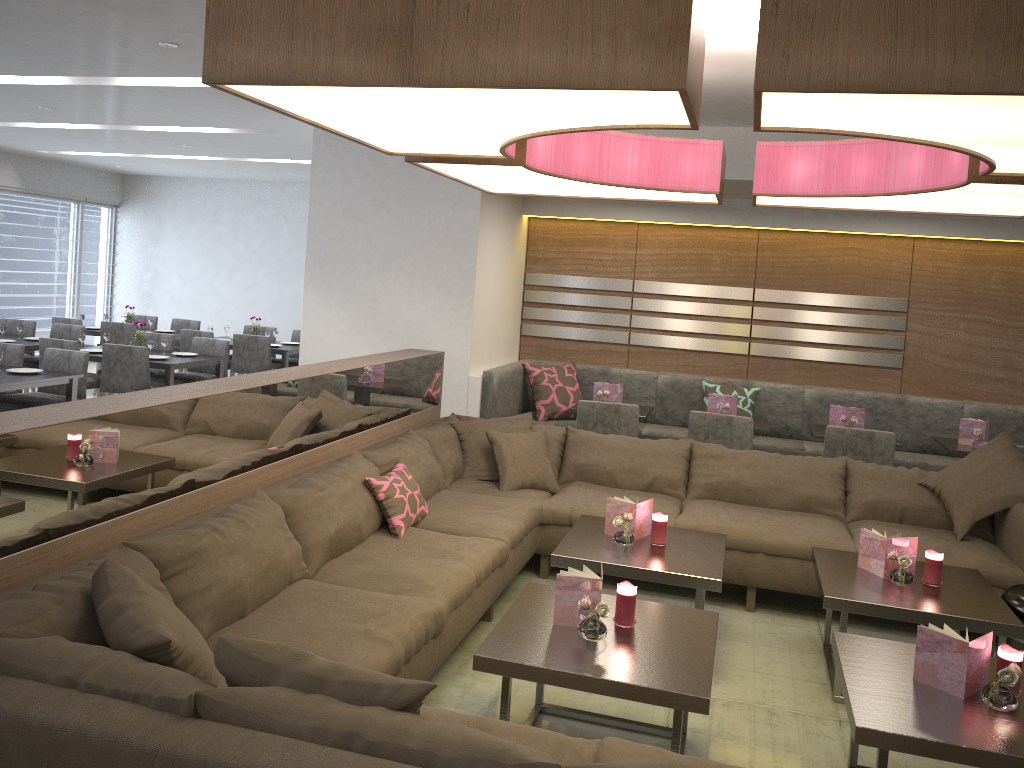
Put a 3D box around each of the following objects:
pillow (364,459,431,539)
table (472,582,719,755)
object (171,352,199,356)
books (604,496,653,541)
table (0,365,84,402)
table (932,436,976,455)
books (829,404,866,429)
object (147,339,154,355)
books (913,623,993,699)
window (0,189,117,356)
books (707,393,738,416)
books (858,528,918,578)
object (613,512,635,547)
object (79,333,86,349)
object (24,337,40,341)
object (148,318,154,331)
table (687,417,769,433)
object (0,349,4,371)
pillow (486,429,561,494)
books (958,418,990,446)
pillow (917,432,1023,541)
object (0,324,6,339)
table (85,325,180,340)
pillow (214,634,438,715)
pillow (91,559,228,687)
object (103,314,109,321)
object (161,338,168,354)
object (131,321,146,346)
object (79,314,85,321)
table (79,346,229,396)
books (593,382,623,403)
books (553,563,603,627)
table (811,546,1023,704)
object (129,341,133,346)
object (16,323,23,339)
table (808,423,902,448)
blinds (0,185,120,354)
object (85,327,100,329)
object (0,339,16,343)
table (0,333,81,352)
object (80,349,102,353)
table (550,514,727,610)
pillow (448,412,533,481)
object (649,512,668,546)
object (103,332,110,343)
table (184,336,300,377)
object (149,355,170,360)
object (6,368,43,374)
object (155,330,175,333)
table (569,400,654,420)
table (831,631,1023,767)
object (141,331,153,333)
[{"bbox_3d":[-0.484,0.488,3.792,0.180,0.251,0.466,5,6,10],"label":"pillow"},{"bbox_3d":[0.278,0.970,2.743,0.659,0.410,0.660,6,6,15],"label":"table"},{"bbox_3d":[-2.768,-0.249,7.483,0.216,0.015,0.218,3,7,-5],"label":"object"},{"bbox_3d":[0.506,0.574,3.826,0.143,0.164,0.157,7,5,35],"label":"books"},{"bbox_3d":[-3.576,0.228,5.738,1.191,0.632,0.780,6,5,15],"label":"table"},{"bbox_3d":[2.874,0.713,5.419,0.507,0.652,0.507,5,4,15],"label":"table"},{"bbox_3d":[2.157,0.226,5.696,0.157,0.164,0.144,2,5,-20],"label":"books"},{"bbox_3d":[-2.953,-0.293,7.223,0.053,0.139,0.053,3,3,-27],"label":"object"},{"bbox_3d":[1.265,0.781,2.537,0.157,0.164,0.144,0,6,-40],"label":"books"},{"bbox_3d":[-5.945,-1.243,10.199,0.159,2.063,3.674,5,6,15],"label":"window"},{"bbox_3d":[1.404,0.148,5.898,0.143,0.164,0.157,7,5,35],"label":"books"},{"bbox_3d":[1.509,0.677,3.554,0.157,0.164,0.144,2,5,-20],"label":"books"},{"bbox_3d":[0.464,0.601,3.667,0.102,0.131,0.092,3,4,-20],"label":"object"},{"bbox_3d":[-3.568,-0.350,7.334,0.053,0.139,0.053,3,3,-27],"label":"object"},{"bbox_3d":[-4.229,-0.400,7.876,0.217,0.015,0.218,3,7,-7],"label":"object"},{"bbox_3d":[-3.923,-0.645,9.598,0.053,0.139,0.053,3,3,-27],"label":"object"},{"bbox_3d":[1.398,0.561,5.816,0.507,0.652,0.507,5,4,15],"label":"table"},{"bbox_3d":[-3.381,-0.156,5.823,0.053,0.139,0.053,3,3,-27],"label":"object"},{"bbox_3d":[0.061,0.414,4.665,0.380,0.321,0.236,1,5,-30],"label":"pillow"},{"bbox_3d":[2.875,0.300,5.503,0.143,0.164,0.157,7,5,35],"label":"books"},{"bbox_3d":[2.259,0.483,4.188,0.623,0.511,0.299,7,4,29],"label":"pillow"},{"bbox_3d":[-4.404,-0.445,7.637,0.053,0.139,0.053,3,3,-27],"label":"object"},{"bbox_3d":[-4.126,-0.260,9.499,1.191,0.632,0.780,6,5,15],"label":"table"},{"bbox_3d":[-0.380,0.694,1.864,0.494,0.338,0.313,5,4,9],"label":"pillow"},{"bbox_3d":[-0.820,0.637,2.095,0.297,0.355,0.505,0,7,-43],"label":"pillow"},{"bbox_3d":[-4.479,-0.703,9.747,0.053,0.139,0.053,3,3,-27],"label":"object"},{"bbox_3d":[-2.936,-0.321,7.467,0.053,0.139,0.053,3,3,-27],"label":"object"},{"bbox_3d":[-3.107,-0.388,7.352,0.155,0.275,0.104,5,3,12],"label":"object"},{"bbox_3d":[-4.612,-0.680,9.478,0.053,0.139,0.053,3,3,-27],"label":"object"},{"bbox_3d":[-3.129,0.063,7.388,1.191,0.632,0.780,6,5,15],"label":"table"},{"bbox_3d":[0.662,0.072,6.097,0.143,0.164,0.157,7,5,35],"label":"books"},{"bbox_3d":[0.250,0.677,2.810,0.257,0.164,0.144,2,5,-21],"label":"books"},{"bbox_3d":[1.519,0.974,3.446,0.659,0.410,0.660,6,6,15],"label":"table"},{"bbox_3d":[-3.176,-0.307,7.367,0.070,0.099,0.204,3,6,-15],"label":"object"},{"bbox_3d":[-4.387,-0.473,7.881,0.053,0.139,0.053,3,3,-27],"label":"object"},{"bbox_3d":[2.136,0.637,5.617,0.507,0.652,0.507,5,4,15],"label":"table"},{"bbox_3d":[-5.840,-1.260,10.179,0.045,2.033,3.665,5,6,15],"label":"blinds"},{"bbox_3d":[-4.429,-0.592,9.373,0.217,0.015,0.218,3,7,-7],"label":"object"},{"bbox_3d":[-4.330,-0.362,7.504,0.217,0.015,0.218,3,7,-7],"label":"object"},{"bbox_3d":[-4.591,-0.088,7.781,1.191,0.632,0.780,6,5,15],"label":"table"},{"bbox_3d":[-3.432,-0.270,7.262,0.216,0.015,0.218,3,7,-5],"label":"object"},{"bbox_3d":[0.540,0.873,3.710,0.659,0.410,0.660,6,6,15],"label":"table"},{"bbox_3d":[-0.080,0.357,4.818,0.526,0.393,0.293,3,4,-16],"label":"pillow"},{"bbox_3d":[0.618,0.607,3.713,0.075,0.128,0.076,3,4,-13],"label":"object"},{"bbox_3d":[-3.492,-0.378,7.616,0.053,0.139,0.053,3,3,-27],"label":"object"},{"bbox_3d":[-2.664,-0.110,9.107,1.191,0.632,0.780,6,5,15],"label":"table"},{"bbox_3d":[-2.868,-0.212,7.111,0.216,0.015,0.218,3,7,-5],"label":"object"},{"bbox_3d":[-3.214,-0.084,5.833,0.216,0.015,0.218,0,8,-29],"label":"object"},{"bbox_3d":[-3.765,-0.572,9.594,0.216,0.015,0.218,1,7,-22],"label":"object"},{"bbox_3d":[0.660,0.485,6.014,0.507,0.652,0.507,5,4,15],"label":"table"},{"bbox_3d":[1.258,1.071,2.479,0.659,0.410,0.660,6,6,15],"label":"table"},{"bbox_3d":[-3.865,-0.534,9.222,0.217,0.015,0.218,3,7,-7],"label":"object"}]
